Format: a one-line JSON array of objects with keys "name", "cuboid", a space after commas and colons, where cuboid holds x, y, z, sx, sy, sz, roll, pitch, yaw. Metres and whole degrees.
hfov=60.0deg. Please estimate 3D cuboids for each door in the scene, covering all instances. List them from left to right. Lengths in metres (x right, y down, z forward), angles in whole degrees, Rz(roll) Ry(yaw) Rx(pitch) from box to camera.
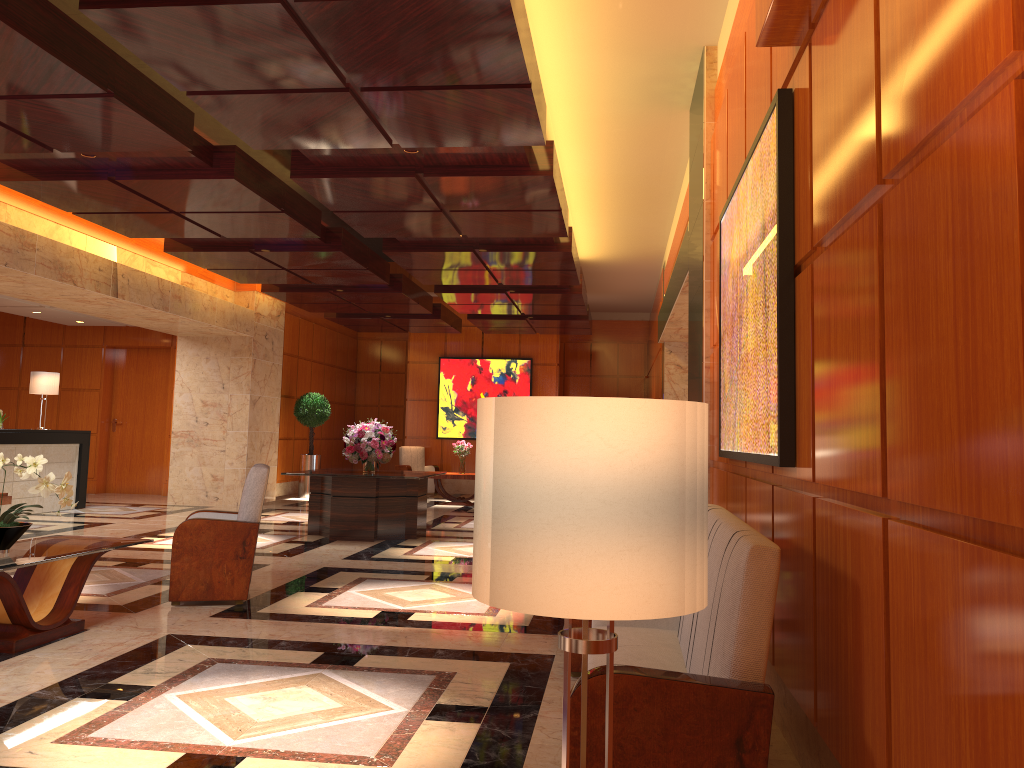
[{"name": "door", "cuboid": [-6.817, 0.660, 16.178, 1.286, 2.707, 0.339, 1, -6, 7]}]

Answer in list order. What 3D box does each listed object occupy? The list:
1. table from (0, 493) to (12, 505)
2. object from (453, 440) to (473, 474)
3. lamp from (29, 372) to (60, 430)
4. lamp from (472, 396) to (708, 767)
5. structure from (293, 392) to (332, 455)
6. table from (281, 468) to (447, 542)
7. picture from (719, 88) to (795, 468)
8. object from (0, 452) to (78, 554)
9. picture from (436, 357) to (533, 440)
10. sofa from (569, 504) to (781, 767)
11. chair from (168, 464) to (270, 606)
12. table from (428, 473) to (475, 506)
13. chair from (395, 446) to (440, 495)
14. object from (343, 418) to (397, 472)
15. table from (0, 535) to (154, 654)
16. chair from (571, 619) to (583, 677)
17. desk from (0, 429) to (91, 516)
[{"name": "table", "cuboid": [-4.914, 1.232, 7.320, 0.725, 0.609, 1.266, 1, -4, 7]}, {"name": "object", "cuboid": [-0.895, 1.310, 15.915, 0.350, 0.598, 0.326, -1, -6, 27]}, {"name": "lamp", "cuboid": [-6.740, 0.245, 12.741, 0.372, 0.823, 0.371, -2, -6, 32]}, {"name": "lamp", "cuboid": [-3.418, 0.616, 6.503, 0.334, 0.737, 12.974, 5, -5, -34]}, {"name": "structure", "cuboid": [-3.769, 0.994, 16.629, 0.721, 1.719, 0.719, 3, -6, -15]}, {"name": "table", "cuboid": [-1.738, 1.440, 10.689, 1.600, 0.747, 1.595, 1, -4, 7]}, {"name": "picture", "cuboid": [1.154, -0.355, 4.334, 0.056, 1.457, 1.990, 1, -4, 7]}, {"name": "object", "cuboid": [-2.886, 0.644, 5.014, 0.788, 0.619, 0.416, 3, -5, -16]}, {"name": "picture", "cuboid": [-0.579, 0.310, 18.642, 1.996, 1.743, 0.056, 1, -6, 7]}, {"name": "sofa", "cuboid": [0.545, 0.953, 3.251, 0.612, 0.936, 1.793, 1, -4, 7]}, {"name": "chair", "cuboid": [-2.128, 1.066, 6.502, 0.628, 0.964, 0.735, 3, -5, -14]}, {"name": "table", "cuboid": [-0.928, 1.873, 15.831, 1.167, 0.536, 0.722, 1, -4, 7]}, {"name": "chair", "cuboid": [-1.935, 1.756, 18.009, 0.736, 0.964, 0.627, 5, -6, -34]}, {"name": "object", "cuboid": [-1.721, 0.738, 10.740, 0.650, 0.661, 0.678, 2, -5, -2]}, {"name": "table", "cuboid": [-2.830, 1.208, 5.069, 0.722, 0.498, 1.555, 1, -4, 10]}, {"name": "chair", "cuboid": [0.623, 1.039, 4.863, 0.628, 0.964, 0.735, 1, -5, 6]}, {"name": "desk", "cuboid": [-6.939, 1.168, 11.789, 0.941, 1.145, 2.916, 1, -4, 7]}]
